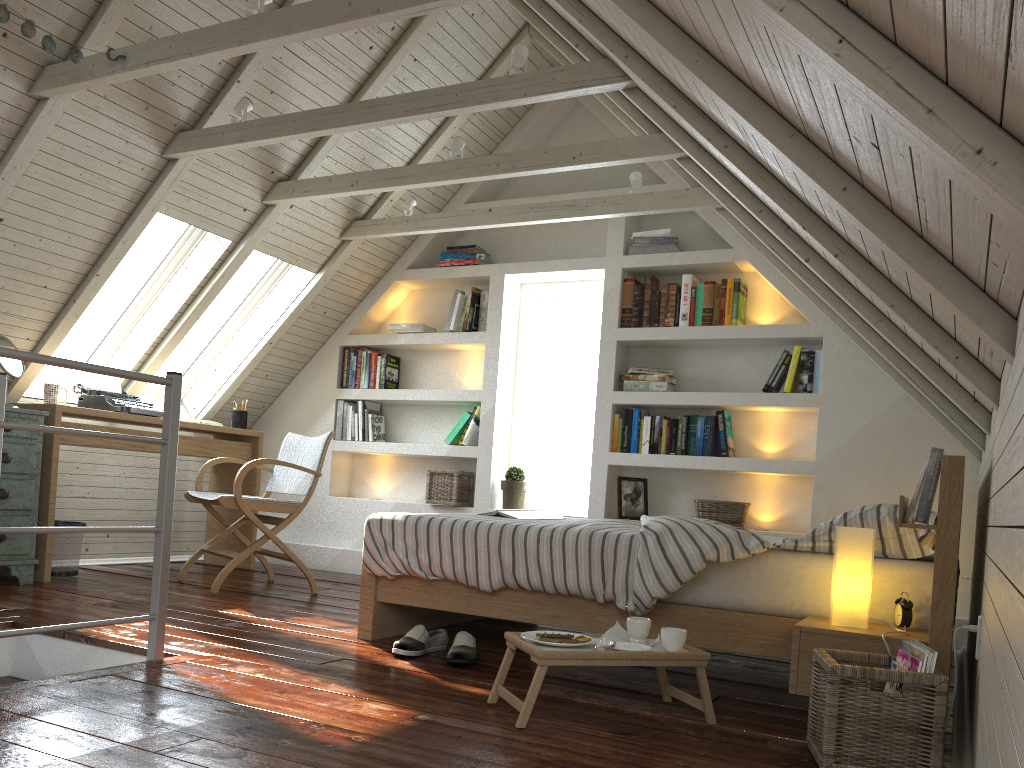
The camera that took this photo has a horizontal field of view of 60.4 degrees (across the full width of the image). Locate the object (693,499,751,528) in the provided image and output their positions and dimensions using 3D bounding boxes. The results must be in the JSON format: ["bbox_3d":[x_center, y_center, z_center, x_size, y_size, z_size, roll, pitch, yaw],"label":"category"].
[{"bbox_3d":[1.051,0.653,4.419,0.282,0.134,0.179,2,-5,18],"label":"object"}]

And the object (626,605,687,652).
[{"bbox_3d":[0.379,0.634,2.282,0.082,0.099,0.184,6,-6,-39],"label":"object"}]

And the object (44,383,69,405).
[{"bbox_3d":[-2.131,0.054,4.113,0.109,0.100,0.083,6,-3,-22],"label":"object"}]

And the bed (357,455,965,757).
[{"bbox_3d":[0.618,0.647,3.284,1.874,0.702,1.888,1,-7,27],"label":"bed"}]

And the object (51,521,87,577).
[{"bbox_3d":[-2.169,0.786,4.209,0.223,0.252,0.225,3,-3,22],"label":"object"}]

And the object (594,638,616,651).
[{"bbox_3d":[0.229,0.641,2.167,0.055,0.028,0.055,6,-6,-22],"label":"object"}]

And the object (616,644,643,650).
[{"bbox_3d":[0.295,0.660,2.202,0.060,0.005,0.060,5,-7,-7],"label":"object"}]

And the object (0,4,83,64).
[{"bbox_3d":[-1.448,-1.070,2.705,0.059,0.066,0.286,3,-7,26],"label":"object"}]

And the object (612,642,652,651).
[{"bbox_3d":[0.290,0.659,2.196,0.119,0.010,0.120,3,-7,5],"label":"object"}]

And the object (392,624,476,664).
[{"bbox_3d":[-0.220,0.843,2.872,0.284,0.090,0.277,1,-7,25],"label":"object"}]

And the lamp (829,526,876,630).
[{"bbox_3d":[0.865,0.491,2.240,0.090,0.252,0.090,4,-1,18],"label":"lamp"}]

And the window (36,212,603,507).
[{"bbox_3d":[-1.013,-0.137,4.627,3.092,1.371,1.410,4,-4,5],"label":"window"}]

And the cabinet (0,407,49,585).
[{"bbox_3d":[-2.417,0.448,3.616,0.414,0.765,0.810,3,-4,27],"label":"cabinet"}]

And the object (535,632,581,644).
[{"bbox_3d":[0.116,0.635,2.205,0.110,0.029,0.119,5,-7,-7],"label":"object"}]

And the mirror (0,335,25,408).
[{"bbox_3d":[-2.211,-0.052,3.854,0.113,0.318,0.206,4,-2,-19],"label":"mirror"}]

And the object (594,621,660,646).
[{"bbox_3d":[0.309,0.658,2.318,0.154,0.046,0.160,2,-7,18],"label":"object"}]

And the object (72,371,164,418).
[{"bbox_3d":[-1.972,0.041,4.482,0.353,0.237,0.391,2,-5,22],"label":"object"}]

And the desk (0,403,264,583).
[{"bbox_3d":[-1.942,0.585,4.624,0.376,0.802,1.335,3,-5,27],"label":"desk"}]

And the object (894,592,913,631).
[{"bbox_3d":[1.003,0.580,2.244,0.037,0.097,0.071,4,-2,6],"label":"object"}]

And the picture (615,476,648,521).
[{"bbox_3d":[0.610,0.597,4.579,0.174,0.223,0.126,5,-2,-23],"label":"picture"}]

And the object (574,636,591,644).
[{"bbox_3d":[0.149,0.652,2.254,0.078,0.015,0.140,10,-9,-41],"label":"object"}]

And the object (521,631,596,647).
[{"bbox_3d":[0.115,0.646,2.217,0.189,0.016,0.191,-1,-9,38],"label":"object"}]

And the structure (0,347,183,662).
[{"bbox_3d":[-1.719,0.346,1.981,0.834,0.992,1.653,3,-5,27],"label":"structure"}]

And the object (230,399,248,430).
[{"bbox_3d":[-1.577,0.177,5.088,0.088,0.185,0.088,4,-1,-9],"label":"object"}]

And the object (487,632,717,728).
[{"bbox_3d":[0.231,0.749,2.243,0.532,0.181,0.269,6,-5,-18],"label":"object"}]

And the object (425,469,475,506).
[{"bbox_3d":[-0.361,0.606,5.133,0.204,0.200,0.206,2,-4,27],"label":"object"}]

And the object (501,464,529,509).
[{"bbox_3d":[0.013,0.583,4.976,0.159,0.270,0.160,3,-2,20],"label":"object"}]

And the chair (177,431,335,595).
[{"bbox_3d":[-1.247,0.602,4.294,0.563,0.789,0.549,6,-3,-38],"label":"chair"}]

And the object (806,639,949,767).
[{"bbox_3d":[0.803,0.709,1.956,0.236,0.276,0.238,3,-3,11],"label":"object"}]
